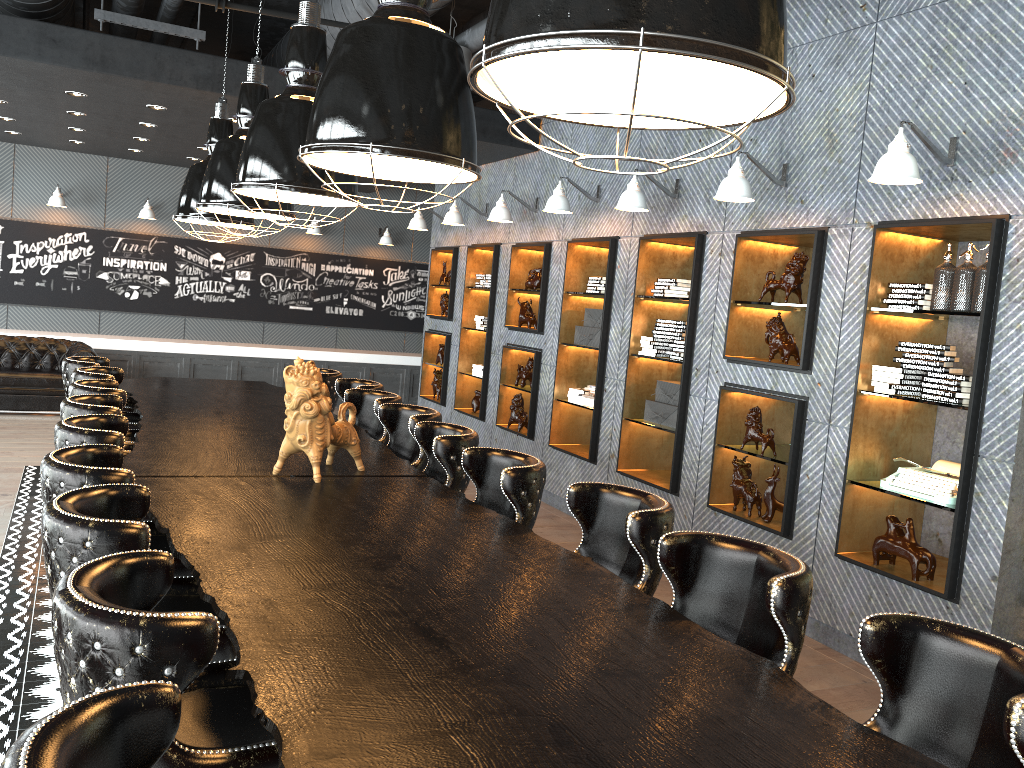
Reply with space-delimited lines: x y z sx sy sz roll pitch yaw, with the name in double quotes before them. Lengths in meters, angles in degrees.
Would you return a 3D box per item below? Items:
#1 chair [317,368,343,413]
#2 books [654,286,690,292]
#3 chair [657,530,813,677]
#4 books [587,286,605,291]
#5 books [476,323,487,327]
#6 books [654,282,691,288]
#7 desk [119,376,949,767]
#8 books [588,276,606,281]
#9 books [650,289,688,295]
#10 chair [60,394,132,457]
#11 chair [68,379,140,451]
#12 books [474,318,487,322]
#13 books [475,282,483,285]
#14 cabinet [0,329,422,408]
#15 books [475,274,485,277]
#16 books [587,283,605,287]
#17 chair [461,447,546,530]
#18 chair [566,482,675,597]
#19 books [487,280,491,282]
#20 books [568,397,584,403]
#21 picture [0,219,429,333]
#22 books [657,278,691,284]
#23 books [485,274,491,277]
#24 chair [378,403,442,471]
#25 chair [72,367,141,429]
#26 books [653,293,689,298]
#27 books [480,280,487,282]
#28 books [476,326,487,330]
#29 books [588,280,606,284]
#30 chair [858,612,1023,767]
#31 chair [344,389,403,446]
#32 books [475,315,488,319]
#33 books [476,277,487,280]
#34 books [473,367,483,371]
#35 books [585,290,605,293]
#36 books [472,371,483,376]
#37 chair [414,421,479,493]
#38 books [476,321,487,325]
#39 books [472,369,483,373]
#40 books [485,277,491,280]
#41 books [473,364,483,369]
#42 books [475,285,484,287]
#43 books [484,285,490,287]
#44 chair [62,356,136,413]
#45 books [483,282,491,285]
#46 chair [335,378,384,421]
"chair" -1.672 0.427 7.061 0.568 1.091 0.504 4 5 -18
"books" 1.205 -0.713 6.628 0.193 0.028 0.246 3 5 -18
"chair" 0.526 1.024 2.578 0.568 1.091 0.504 2 6 -34
"books" 0.764 -0.800 7.484 0.193 0.028 0.246 4 5 -15
"books" -0.243 -0.615 9.412 0.245 0.028 0.194 4 5 -17
"books" 1.218 -0.740 6.628 0.193 0.028 0.246 2 6 -34
"desk" -0.975 0.863 3.928 1.433 0.926 7.602 3 6 -26
"books" 0.785 -0.883 7.472 0.193 0.028 0.246 3 6 -23
"books" 1.176 -0.688 6.640 0.193 0.028 0.246 4 5 -15
"chair" -2.013 0.623 4.526 0.568 1.091 0.504 3 5 -23
"chair" -2.292 0.540 5.168 0.568 1.091 0.504 2 5 -30
"books" -0.255 -0.678 9.466 0.245 0.028 0.194 3 6 -23
"books" -0.280 -1.083 9.601 0.193 0.028 0.246 4 5 -14
"cabinet" -3.701 0.123 10.001 8.418 0.826 6.318 3 6 -26
"books" -0.254 -1.164 9.580 0.193 0.028 0.246 2 6 -29
"books" 0.782 -0.826 7.474 0.193 0.028 0.246 2 6 -35
"chair" -0.181 0.848 3.834 0.568 1.091 0.504 3 5 -25
"chair" 0.255 0.941 3.238 0.568 1.091 0.504 3 5 -25
"books" -0.107 -1.074 9.360 0.193 0.028 0.246 0 7 -44
"books" 0.633 0.141 7.671 0.243 0.034 0.179 10 7 43
"picture" -3.068 -1.464 13.649 12.463 1.102 0.200 3 5 -26
"books" 1.233 -0.767 6.623 0.193 0.028 0.246 3 6 -26
"books" -0.126 -1.129 9.324 0.246 0.028 0.193 9 6 35
"chair" -0.733 0.681 5.159 0.568 1.091 0.504 2 5 -31
"chair" -2.595 0.456 5.812 0.568 1.091 0.504 4 5 -17
"books" 1.186 -0.657 6.617 0.193 0.028 0.246 4 5 -10
"books" -0.223 -1.106 9.603 0.193 0.028 0.246 3 5 -19
"books" -0.235 -0.590 9.464 0.245 0.028 0.194 2 6 -30
"books" 0.783 -0.859 7.519 0.193 0.028 0.246 3 5 -20
"chair" 0.845 1.109 1.938 0.568 1.091 0.504 4 5 -17
"chair" -1.040 0.597 5.788 0.568 1.091 0.504 2 6 -36
"books" -0.242 -0.705 9.469 0.245 0.028 0.194 2 6 -33
"books" -0.257 -1.136 9.583 0.193 0.028 0.246 3 5 -21
"books" -0.270 -0.159 9.537 0.243 0.024 0.175 2 6 -35
"books" 0.767 -0.773 7.498 0.193 0.028 0.246 3 6 -26
"books" -0.280 -0.106 9.520 0.243 0.034 0.179 8 6 33
"chair" -0.494 0.759 4.523 0.568 1.091 0.504 4 5 -18
"books" -0.239 -0.647 9.455 0.245 0.028 0.194 3 6 -26
"books" -0.292 -0.136 9.527 0.166 0.024 0.227 1 7 -40
"books" -0.130 -1.102 9.327 0.246 0.028 0.193 10 7 43
"books" -0.282 -0.186 9.521 0.225 0.029 0.179 0 7 -43
"books" -0.264 -1.052 9.589 0.193 0.028 0.246 3 5 -22
"books" -0.137 -1.018 9.334 0.246 0.028 0.193 10 7 42
"chair" -2.972 0.367 6.430 0.568 1.091 0.504 4 5 -17
"books" -0.157 -1.048 9.337 0.193 0.028 0.246 1 7 -39
"chair" -1.254 0.519 6.442 0.568 1.091 0.504 2 5 -30
